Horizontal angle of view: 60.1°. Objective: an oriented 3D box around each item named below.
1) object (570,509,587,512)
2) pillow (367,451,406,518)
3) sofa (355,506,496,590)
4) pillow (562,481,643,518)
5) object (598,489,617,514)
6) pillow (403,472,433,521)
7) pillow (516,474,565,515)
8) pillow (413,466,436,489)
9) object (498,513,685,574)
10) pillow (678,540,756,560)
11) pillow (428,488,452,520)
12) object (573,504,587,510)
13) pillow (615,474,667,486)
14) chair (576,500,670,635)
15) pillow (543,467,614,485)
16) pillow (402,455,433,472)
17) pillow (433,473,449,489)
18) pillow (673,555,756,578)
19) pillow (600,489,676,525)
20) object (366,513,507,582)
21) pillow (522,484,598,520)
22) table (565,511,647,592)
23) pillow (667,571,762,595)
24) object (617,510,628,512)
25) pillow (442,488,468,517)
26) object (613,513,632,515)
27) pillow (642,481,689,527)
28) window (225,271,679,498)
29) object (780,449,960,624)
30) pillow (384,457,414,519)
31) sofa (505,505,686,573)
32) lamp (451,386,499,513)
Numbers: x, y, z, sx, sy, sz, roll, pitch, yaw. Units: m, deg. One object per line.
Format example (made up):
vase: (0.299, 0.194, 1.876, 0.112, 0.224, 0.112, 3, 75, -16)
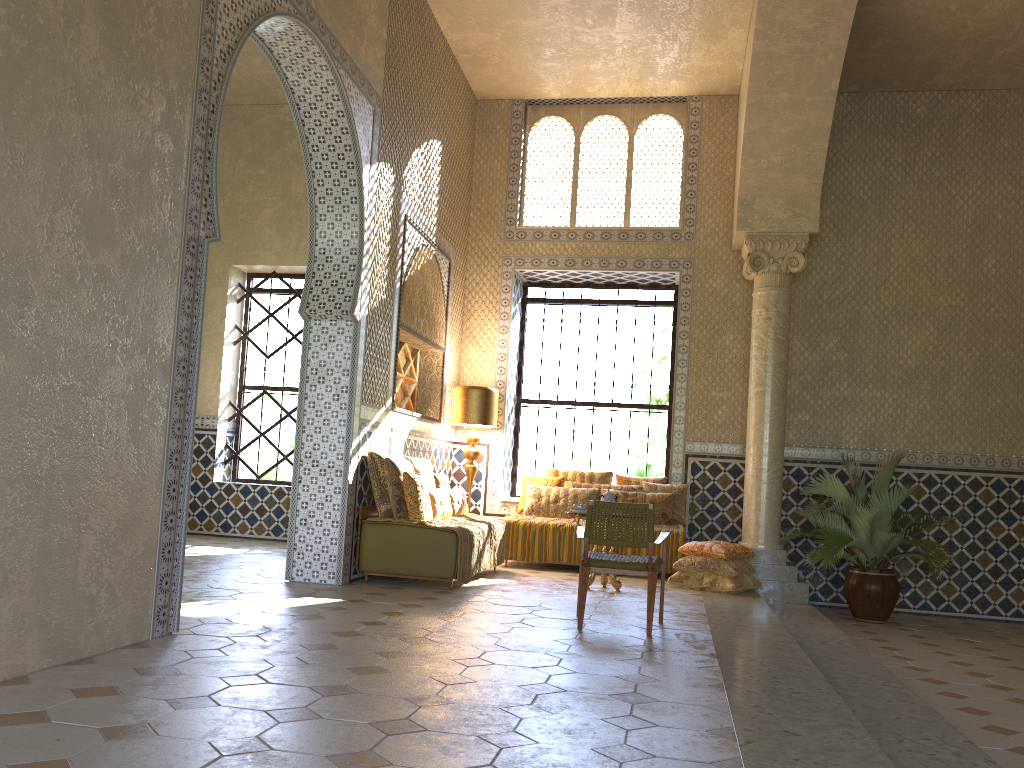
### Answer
object: (0.889, 1.669, 11.635, 0.256, 0.032, 0.256, 5, -6, -10)
pillow: (-1.538, 1.315, 11.455, 0.422, 0.829, 1.198, 3, -5, 11)
sofa: (-0.987, 2.135, 11.933, 1.273, 0.934, 2.863, 3, -6, 11)
pillow: (1.450, 1.913, 14.340, 1.340, 0.613, 0.372, 2, -4, 11)
object: (1.258, 1.543, 11.613, 0.273, 0.322, 0.200, 3, -4, 0)
pillow: (-1.159, 1.426, 11.002, 0.344, 0.649, 0.688, 3, -5, 10)
pillow: (0.465, 1.845, 14.548, 0.740, 0.691, 0.342, 3, -4, 11)
pillow: (-1.175, 1.463, 11.909, 0.340, 0.691, 0.744, 3, -5, 11)
object: (1.257, 2.486, 14.025, 2.884, 0.715, 1.320, 2, -6, 11)
pillow: (2.872, 2.354, 12.428, 0.804, 0.309, 0.750, -2, -8, 45)
pillow: (-0.997, 1.616, 11.778, 0.271, 0.449, 0.987, 3, -6, 11)
object: (0.891, 1.632, 11.636, 0.184, 0.100, 0.183, 4, -5, -8)
pillow: (2.086, 1.893, 14.526, 0.855, 0.798, 0.395, 3, -4, 11)
chair: (1.056, 1.757, 8.712, 0.950, 1.205, 0.910, 3, -4, 11)
pillow: (1.060, 1.817, 14.663, 1.192, 0.830, 0.424, 3, -4, 11)
pillow: (-1.320, 1.454, 12.629, 0.422, 0.829, 1.198, 3, -5, 11)
pillow: (-1.031, 1.586, 12.696, 0.313, 0.635, 0.684, 3, -5, 11)
pillow: (2.845, 2.561, 12.429, 0.931, 0.346, 0.884, 0, -7, 31)
pillow: (1.974, 1.965, 14.016, 1.191, 0.545, 0.330, 2, -4, 11)
object: (-0.929, 2.127, 11.910, 1.313, 0.715, 2.899, 2, -6, 11)
pillow: (0.771, 1.917, 14.242, 1.191, 0.545, 0.330, 2, -4, 11)
table: (1.207, 2.185, 11.541, 1.100, 0.977, 1.105, -1, -6, 40)
pillow: (2.853, 2.764, 12.424, 0.991, 0.367, 1.047, -1, -7, 36)
object: (1.396, 1.621, 11.254, 0.183, 0.100, 0.184, 3, -5, 7)
pillow: (-0.826, 1.725, 12.697, 0.271, 0.449, 0.987, 3, -6, 11)
object: (1.393, 1.659, 11.252, 0.255, 0.032, 0.257, 3, -6, 7)
pillow: (2.435, 1.924, 14.176, 0.740, 0.691, 0.342, 3, -4, 11)
window: (-1.351, 0.026, 16.108, 8.480, 3.979, 0.576, 3, -3, 7)
object: (5.320, 2.177, 12.754, 2.642, 2.494, 2.172, 4, -4, -2)
pillow: (-1.384, 1.339, 11.196, 0.383, 0.778, 0.838, 3, -5, 11)
sofa: (1.307, 2.504, 14.078, 2.848, 0.934, 1.279, 2, -5, 11)
lamp: (-0.667, 1.460, 14.410, 0.738, 2.805, 0.738, 5, -3, -20)
